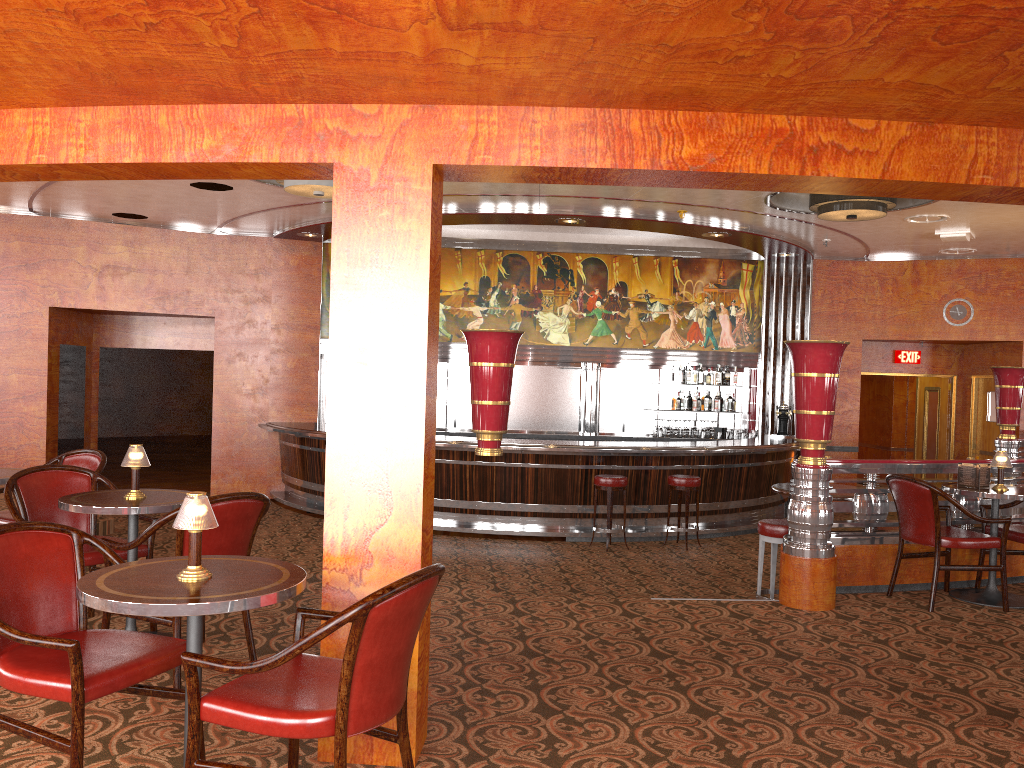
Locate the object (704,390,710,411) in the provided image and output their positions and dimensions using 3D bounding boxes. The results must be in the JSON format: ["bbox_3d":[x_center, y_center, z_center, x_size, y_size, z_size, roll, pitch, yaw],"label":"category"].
[{"bbox_3d":[2.787,0.239,12.694,0.078,0.305,0.078,3,1,34],"label":"object"}]

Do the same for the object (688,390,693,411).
[{"bbox_3d":[2.564,0.238,12.814,0.090,0.293,0.090,1,1,-25],"label":"object"}]

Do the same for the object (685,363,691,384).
[{"bbox_3d":[2.521,-0.148,12.671,0.078,0.305,0.078,2,1,-13],"label":"object"}]

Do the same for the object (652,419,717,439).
[{"bbox_3d":[2.499,0.640,12.692,0.951,0.245,0.396,2,1,0],"label":"object"}]

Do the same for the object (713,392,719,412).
[{"bbox_3d":[2.919,0.255,12.676,0.067,0.283,0.067,1,1,-29],"label":"object"}]

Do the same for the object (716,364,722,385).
[{"bbox_3d":[2.965,-0.134,12.696,0.078,0.305,0.078,1,1,-23],"label":"object"}]

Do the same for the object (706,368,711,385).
[{"bbox_3d":[2.815,-0.105,12.695,0.070,0.238,0.070,1,1,-29],"label":"object"}]

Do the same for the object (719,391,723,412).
[{"bbox_3d":[3.019,0.252,12.874,0.090,0.293,0.090,2,1,30],"label":"object"}]

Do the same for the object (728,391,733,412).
[{"bbox_3d":[3.145,0.250,12.778,0.078,0.305,0.078,2,1,9],"label":"object"}]

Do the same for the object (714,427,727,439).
[{"bbox_3d":[2.974,0.698,12.686,0.169,0.156,0.195,2,1,21],"label":"object"}]

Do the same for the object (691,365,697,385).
[{"bbox_3d":[2.605,-0.129,12.678,0.080,0.272,0.080,2,1,-11],"label":"object"}]

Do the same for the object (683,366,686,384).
[{"bbox_3d":[2.477,-0.125,12.775,0.090,0.256,0.090,2,1,17],"label":"object"}]

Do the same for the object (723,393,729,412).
[{"bbox_3d":[3.076,0.264,12.729,0.080,0.272,0.080,2,1,-1],"label":"object"}]

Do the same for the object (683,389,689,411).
[{"bbox_3d":[2.494,0.230,12.703,0.078,0.305,0.078,2,1,-11],"label":"object"}]

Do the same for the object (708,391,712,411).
[{"bbox_3d":[2.841,0.246,12.792,0.090,0.293,0.090,2,1,-10],"label":"object"}]

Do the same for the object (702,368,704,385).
[{"bbox_3d":[2.726,-0.107,12.751,0.068,0.235,0.212,2,1,16],"label":"object"}]

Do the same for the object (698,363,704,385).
[{"bbox_3d":[2.696,-0.142,12.662,0.078,0.305,0.078,1,1,-16],"label":"object"}]

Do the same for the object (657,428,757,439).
[{"bbox_3d":[2.789,0.704,12.760,1.425,0.135,0.403,2,0,2],"label":"object"}]

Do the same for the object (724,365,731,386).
[{"bbox_3d":[3.082,-0.124,12.688,0.090,0.293,0.090,2,1,30],"label":"object"}]

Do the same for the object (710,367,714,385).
[{"bbox_3d":[2.880,-0.121,12.795,0.080,0.272,0.080,1,1,-36],"label":"object"}]

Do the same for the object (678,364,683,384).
[{"bbox_3d":[2.415,-0.140,12.664,0.067,0.283,0.067,3,1,42],"label":"object"}]

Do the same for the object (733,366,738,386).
[{"bbox_3d":[3.203,-0.115,12.716,0.067,0.283,0.067,2,1,8],"label":"object"}]

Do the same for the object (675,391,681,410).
[{"bbox_3d":[2.397,0.243,12.759,0.080,0.272,0.080,2,1,-1],"label":"object"}]

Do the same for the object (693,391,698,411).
[{"bbox_3d":[2.628,0.245,12.711,0.067,0.283,0.067,1,1,-38],"label":"object"}]

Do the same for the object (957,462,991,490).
[{"bbox_3d":[3.006,0.599,5.803,0.195,0.156,0.169,1,1,-44],"label":"object"}]

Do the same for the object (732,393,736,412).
[{"bbox_3d":[3.212,0.268,12.870,0.080,0.272,0.080,2,1,-6],"label":"object"}]

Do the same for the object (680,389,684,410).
[{"bbox_3d":[2.483,0.229,12.792,0.078,0.305,0.206,2,1,-8],"label":"object"}]

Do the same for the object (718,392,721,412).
[{"bbox_3d":[2.968,0.256,12.748,0.067,0.283,0.067,1,1,-43],"label":"object"}]

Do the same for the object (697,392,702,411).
[{"bbox_3d":[2.696,0.252,12.798,0.080,0.272,0.080,2,1,-1],"label":"object"}]

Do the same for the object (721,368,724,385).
[{"bbox_3d":[3.035,-0.108,12.852,0.090,0.256,0.090,2,1,2],"label":"object"}]
